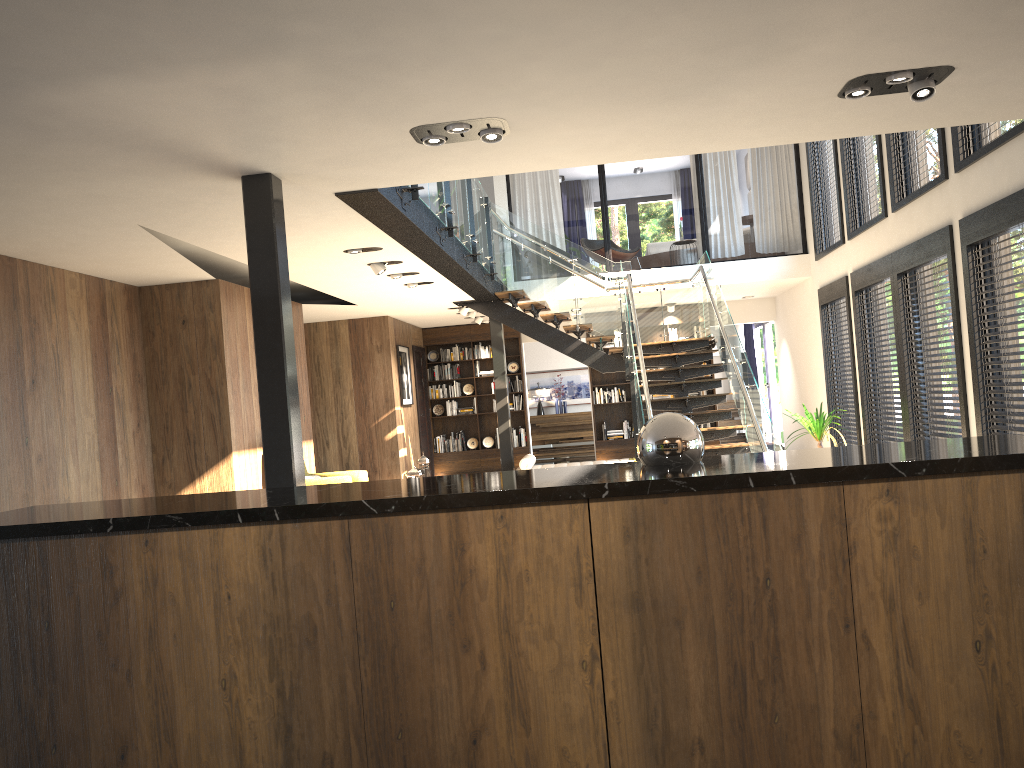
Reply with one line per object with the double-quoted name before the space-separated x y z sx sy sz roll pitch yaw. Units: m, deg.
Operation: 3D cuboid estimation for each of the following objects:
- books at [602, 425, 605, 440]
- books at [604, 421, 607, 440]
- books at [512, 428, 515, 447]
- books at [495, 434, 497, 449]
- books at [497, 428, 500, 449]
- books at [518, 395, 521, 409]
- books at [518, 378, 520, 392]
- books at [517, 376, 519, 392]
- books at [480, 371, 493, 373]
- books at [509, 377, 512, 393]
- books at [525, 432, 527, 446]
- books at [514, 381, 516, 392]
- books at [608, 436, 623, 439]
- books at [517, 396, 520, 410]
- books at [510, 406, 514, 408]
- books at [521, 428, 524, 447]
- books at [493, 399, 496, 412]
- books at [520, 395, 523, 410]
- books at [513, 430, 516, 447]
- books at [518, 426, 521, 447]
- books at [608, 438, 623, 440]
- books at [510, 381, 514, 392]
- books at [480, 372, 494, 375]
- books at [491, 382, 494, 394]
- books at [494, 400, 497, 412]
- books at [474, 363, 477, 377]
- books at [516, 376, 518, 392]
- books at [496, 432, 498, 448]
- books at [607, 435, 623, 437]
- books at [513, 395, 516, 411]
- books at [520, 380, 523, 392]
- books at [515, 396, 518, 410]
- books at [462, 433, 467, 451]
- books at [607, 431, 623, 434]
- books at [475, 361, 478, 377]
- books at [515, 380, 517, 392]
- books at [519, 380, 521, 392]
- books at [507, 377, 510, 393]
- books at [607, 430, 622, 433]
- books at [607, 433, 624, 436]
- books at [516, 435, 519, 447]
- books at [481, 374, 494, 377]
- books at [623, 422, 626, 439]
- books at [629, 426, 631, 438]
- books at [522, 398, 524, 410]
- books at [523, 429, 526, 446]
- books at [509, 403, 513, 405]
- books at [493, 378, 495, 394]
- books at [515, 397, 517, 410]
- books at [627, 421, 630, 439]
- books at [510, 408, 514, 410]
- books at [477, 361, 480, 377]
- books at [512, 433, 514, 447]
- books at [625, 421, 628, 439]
"books" 1.580 0.834 15.270 0.025 0.270 0.156 -5 -1 6
"books" 1.599 0.797 15.223 0.028 0.340 0.203 -5 -1 6
"books" 0.033 0.928 15.378 0.016 0.332 0.195 -5 -1 6
"books" -0.269 0.998 15.440 0.023 0.244 0.135 -5 -1 6
"books" -0.235 0.936 15.386 0.017 0.359 0.189 -5 -1 6
"books" 0.136 0.320 15.366 0.013 0.267 0.177 -5 -1 6
"books" 0.128 0.013 15.365 0.018 0.246 0.144 -5 -1 6
"books" 0.108 -0.002 15.345 0.016 0.278 0.202 -5 -1 6
"books" -0.417 -0.211 15.483 0.264 0.021 0.189 -5 -1 4
"books" -0.031 0.018 15.365 0.016 0.262 0.155 -5 -1 6
"books" 0.249 0.953 15.368 0.029 0.247 0.139 -5 -1 6
"books" 0.054 0.048 15.372 0.026 0.190 0.121 -5 -1 6
"books" 1.775 0.915 15.236 0.258 0.024 0.167 -5 -1 7
"books" 0.116 0.328 15.416 0.038 0.257 0.138 -5 -1 6
"books" -0.100 0.410 15.420 0.263 0.030 0.159 -5 -1 3
"books" 0.185 0.924 15.371 0.035 0.314 0.168 -5 -1 6
"books" -0.302 0.379 15.448 0.028 0.224 0.161 -5 -1 6
"books" 0.166 0.324 15.358 0.047 0.253 0.210 -5 -1 6
"books" 0.051 0.947 15.376 0.018 0.292 0.191 -5 -1 6
"books" 0.134 0.909 15.372 0.065 0.354 0.164 -5 -1 6
"books" 1.779 0.940 15.252 0.247 0.026 0.148 -5 -1 5
"books" 0.012 0.048 15.386 0.060 0.196 0.119 -5 -1 6
"books" -0.416 -0.186 15.474 0.266 0.030 0.209 -5 -1 6
"books" -0.325 0.069 15.427 0.033 0.211 0.132 -5 -1 6
"books" -0.272 0.385 15.416 0.036 0.206 0.215 -5 -1 6
"books" -0.626 -0.241 15.507 0.028 0.242 0.194 -5 -1 6
"books" 0.092 0.000 15.365 0.018 0.278 0.114 -5 0 6
"books" -0.248 0.979 15.430 0.024 0.278 0.135 -5 -1 6
"books" 1.775 0.891 15.248 0.271 0.025 0.156 -5 -1 7
"books" 0.048 0.322 15.390 0.014 0.279 0.202 -5 -1 6
"books" 0.172 0.034 15.337 0.026 0.196 0.170 -5 -1 6
"books" 0.086 0.335 15.377 0.014 0.246 0.192 -5 -1 6
"books" -0.832 1.009 15.476 0.042 0.315 0.193 -5 -1 6
"books" 1.770 0.835 15.249 0.271 0.025 0.156 -5 -1 7
"books" -0.603 -0.262 15.478 0.027 0.279 0.166 -5 -1 6
"books" 0.074 0.036 15.352 0.020 0.209 0.147 -5 -1 6
"books" 0.150 0.034 15.356 0.023 0.200 0.121 -5 -1 6
"books" -0.057 0.013 15.374 0.037 0.277 0.179 -5 -1 6
"books" 1.767 0.810 15.238 0.257 0.024 0.167 -5 -1 6
"books" 1.771 0.863 15.234 0.287 0.030 0.176 -5 -1 3
"books" 0.095 0.992 15.403 0.032 0.195 0.134 -5 -1 6
"books" -0.412 -0.154 15.487 0.239 0.033 0.176 -5 -1 3
"books" 1.929 0.797 15.203 0.030 0.284 0.177 -5 -1 6
"books" 2.029 0.826 15.228 0.023 0.212 0.123 -5 -1 6
"books" 0.205 0.347 15.384 0.021 0.204 0.169 -5 -1 6
"books" 0.217 0.926 15.361 0.029 0.306 0.149 -5 -1 6
"books" -0.103 0.361 15.435 0.239 0.031 0.146 -5 -1 6
"books" -0.300 0.032 15.417 0.025 0.280 0.145 -5 -1 6
"books" 0.071 0.347 15.411 0.024 0.226 0.141 -5 -1 6
"books" 1.994 0.783 15.210 0.036 0.302 0.186 -5 -1 6
"books" -0.099 0.439 15.411 0.271 0.028 0.174 -5 -1 1
"books" -0.581 -0.263 15.481 0.016 0.278 0.209 -5 -1 6
"books" 0.019 0.971 15.399 0.022 0.250 0.144 -5 -1 6
"books" 1.961 0.782 15.218 0.031 0.310 0.169 -5 -1 6
